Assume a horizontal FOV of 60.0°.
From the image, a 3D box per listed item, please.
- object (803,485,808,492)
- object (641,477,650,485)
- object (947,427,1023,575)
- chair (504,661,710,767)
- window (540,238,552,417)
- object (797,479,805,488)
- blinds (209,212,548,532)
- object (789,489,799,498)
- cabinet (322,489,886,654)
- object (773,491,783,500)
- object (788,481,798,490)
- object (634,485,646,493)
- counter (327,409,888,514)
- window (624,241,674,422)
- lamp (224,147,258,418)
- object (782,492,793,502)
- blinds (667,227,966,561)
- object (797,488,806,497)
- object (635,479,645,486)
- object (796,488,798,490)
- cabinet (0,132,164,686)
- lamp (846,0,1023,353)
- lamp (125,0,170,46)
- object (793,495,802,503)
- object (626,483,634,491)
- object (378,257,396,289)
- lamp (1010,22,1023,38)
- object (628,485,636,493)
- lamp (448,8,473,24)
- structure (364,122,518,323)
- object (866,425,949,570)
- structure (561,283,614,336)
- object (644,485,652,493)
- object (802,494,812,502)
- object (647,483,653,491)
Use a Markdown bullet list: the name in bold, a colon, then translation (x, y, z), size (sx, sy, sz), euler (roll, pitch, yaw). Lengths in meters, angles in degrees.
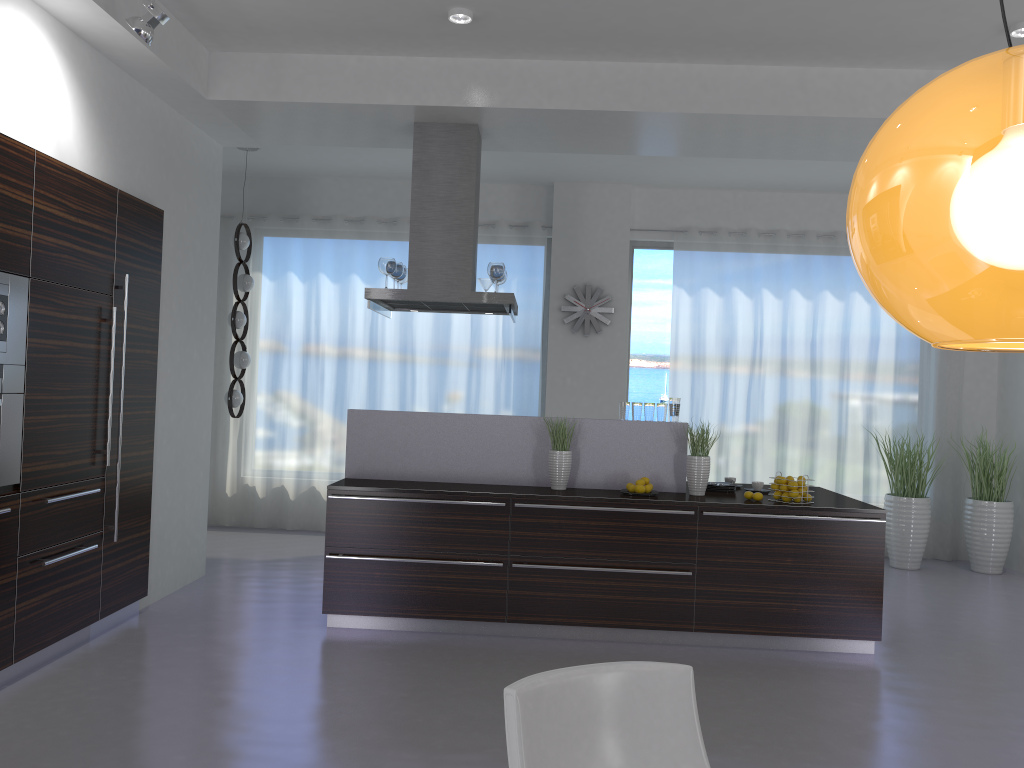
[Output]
- **object**: translation (1.773, 0.639, 5.393), size (0.061, 0.054, 0.053), euler (3, -1, -42)
- **object**: translation (0.825, 0.601, 5.505), size (0.053, 0.048, 0.063), euler (3, -1, -32)
- **object**: translation (4.231, 1.024, 7.995), size (0.656, 1.334, 0.713), euler (2, 0, -13)
- **chair**: translation (0.298, 1.085, 1.899), size (0.508, 0.805, 0.620), euler (2, -1, -28)
- **window**: translation (-1.147, -0.264, 8.935), size (3.000, 2.500, 0.100), euler (2, 0, 2)
- **object**: translation (1.743, 0.602, 5.349), size (0.051, 0.053, 0.063), euler (2, 0, 15)
- **blinds**: translation (-1.325, -0.086, 8.716), size (3.245, 3.112, 0.120), euler (2, 0, 2)
- **object**: translation (1.685, 0.657, 5.301), size (0.061, 0.054, 0.052), euler (2, 0, -21)
- **cabinet**: translation (0.546, 1.103, 5.854), size (3.285, 0.852, 1.377), euler (2, 0, 2)
- **object**: translation (1.619, 0.676, 5.397), size (0.060, 0.057, 0.052), euler (2, 0, 4)
- **object**: translation (1.688, 0.611, 5.328), size (0.061, 0.052, 0.053), euler (2, 0, 15)
- **object**: translation (0.782, 0.643, 5.418), size (0.070, 0.058, 0.060), euler (2, 0, 1)
- **counter**: translation (0.557, 0.879, 5.866), size (3.291, 1.300, 1.302), euler (2, 0, 2)
- **window**: translation (2.598, -0.118, 8.797), size (3.000, 2.500, 0.100), euler (2, 0, 2)
- **lamp**: translation (-2.363, -0.887, 7.750), size (0.180, 2.370, 0.367), euler (2, 0, -4)
- **object**: translation (1.661, 0.683, 5.352), size (0.064, 0.063, 0.074), euler (2, 0, 23)
- **blinds**: translation (2.936, 0.081, 8.559), size (2.830, 3.112, 0.120), euler (2, 0, 2)
- **object**: translation (1.741, 0.652, 5.342), size (0.061, 0.055, 0.051), euler (2, 0, -19)
- **object**: translation (0.790, 0.610, 5.464), size (0.061, 0.047, 0.053), euler (2, 0, 5)
- **object**: translation (1.718, 0.648, 5.362), size (0.051, 0.053, 0.062), euler (2, 0, 10)
- **cabinet**: translation (-2.567, 0.139, 3.730), size (0.669, 2.500, 3.600), euler (2, 0, 2)
- **lamp**: translation (0.577, -1.024, 0.942), size (0.359, 1.974, 0.358), euler (2, 0, 7)
- **lamp**: translation (-1.508, -1.814, 3.968), size (0.605, 0.511, 0.171), euler (2, -1, 34)
- **object**: translation (1.714, 0.687, 5.329), size (0.051, 0.053, 0.063), euler (2, 0, 10)
- **object**: translation (0.741, 0.643, 5.521), size (0.052, 0.054, 0.061), euler (3, -1, -41)
- **object**: translation (-0.845, -0.736, 5.981), size (0.125, 0.221, 0.125), euler (2, -1, 27)
- **lamp**: translation (2.716, -1.881, 4.703), size (0.132, 0.035, 0.132), euler (2, -1, -25)
- **object**: translation (0.747, 0.646, 5.466), size (0.063, 0.051, 0.053), euler (2, 0, 6)
- **lamp**: translation (-0.280, -1.998, 4.813), size (0.132, 0.035, 0.132), euler (2, -1, -25)
- **structure**: translation (-0.441, -1.094, 6.266), size (0.981, 1.231, 0.915), euler (2, 0, 2)
- **object**: translation (3.571, 0.998, 7.988), size (0.713, 1.334, 0.656), euler (2, 0, 2)
- **structure**: translation (0.728, -0.716, 8.533), size (0.505, 0.505, 0.076), euler (2, 0, 2)
- **object**: translation (0.832, 0.646, 5.459), size (0.061, 0.054, 0.052), euler (2, 0, -21)
- **object**: translation (1.788, 0.690, 5.373), size (0.053, 0.052, 0.062), euler (2, -1, 41)
- **object**: translation (0.850, 0.643, 5.514), size (0.051, 0.053, 0.063), euler (2, -1, 42)
